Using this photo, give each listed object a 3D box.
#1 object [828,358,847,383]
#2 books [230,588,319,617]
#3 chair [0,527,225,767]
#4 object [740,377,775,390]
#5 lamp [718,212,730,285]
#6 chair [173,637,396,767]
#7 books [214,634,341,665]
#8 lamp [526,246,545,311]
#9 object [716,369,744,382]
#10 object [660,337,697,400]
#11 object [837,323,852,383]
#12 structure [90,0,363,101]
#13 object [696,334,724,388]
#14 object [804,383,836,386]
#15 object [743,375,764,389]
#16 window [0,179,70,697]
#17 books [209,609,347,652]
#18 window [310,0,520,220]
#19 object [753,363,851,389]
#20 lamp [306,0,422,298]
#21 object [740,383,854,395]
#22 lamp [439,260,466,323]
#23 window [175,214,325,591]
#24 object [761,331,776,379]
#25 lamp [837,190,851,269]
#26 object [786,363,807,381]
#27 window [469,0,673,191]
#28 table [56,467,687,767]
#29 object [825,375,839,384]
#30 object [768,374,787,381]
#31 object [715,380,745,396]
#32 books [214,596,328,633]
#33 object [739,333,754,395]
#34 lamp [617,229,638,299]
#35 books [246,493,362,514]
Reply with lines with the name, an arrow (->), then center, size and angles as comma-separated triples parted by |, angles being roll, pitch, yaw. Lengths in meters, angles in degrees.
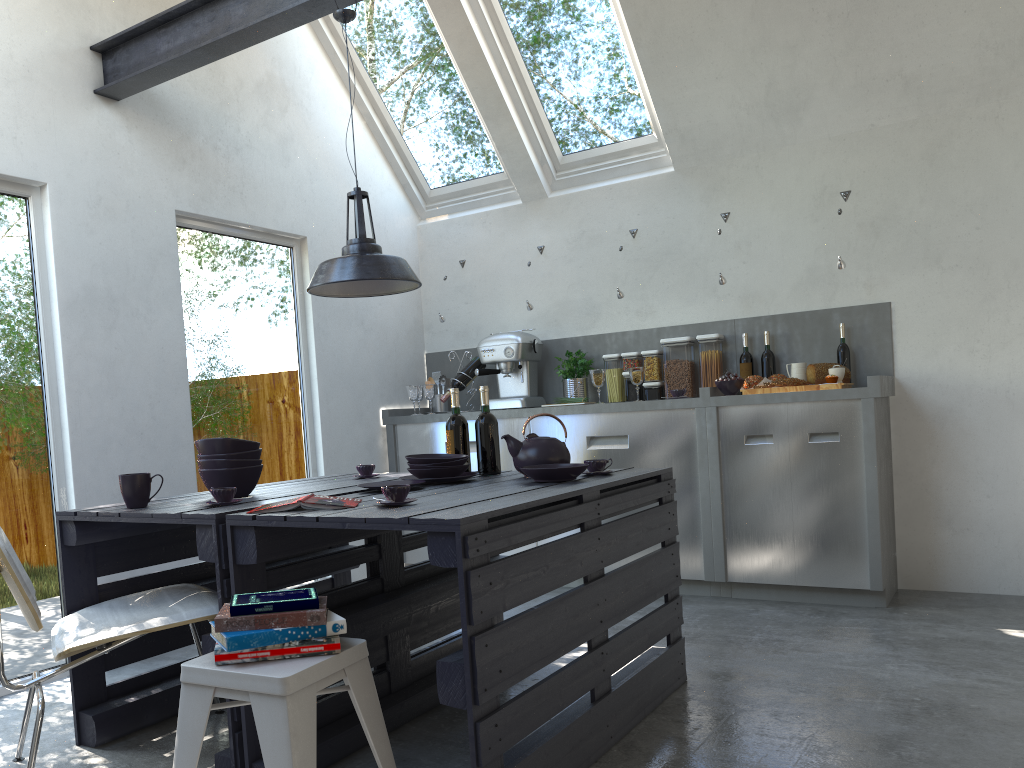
object -> 1.582, -0.062, 4.260 | 0.071, 0.121, 0.075 | -4, 1, -13
books -> -0.566, 0.519, 2.086 | 0.200, 0.025, 0.147 | -3, -2, -11
chair -> -1.228, 0.784, 2.725 | 0.734, 0.821, 0.730 | -4, 1, -28
object -> 1.303, -0.005, 4.526 | 0.189, 0.059, 0.208 | -2, -2, -38
lamp -> 1.154, -0.741, 4.745 | 0.061, 0.436, 0.324 | -2, 1, 19
chair -> -0.542, 0.886, 2.083 | 0.443, 0.505, 0.414 | -3, 1, 27
books -> -0.559, 0.615, 2.088 | 0.279, 0.035, 0.202 | -3, -2, -11
lamp -> 0.147, -0.660, 5.400 | 0.061, 0.436, 0.324 | -2, 1, 19
object -> 1.115, -0.028, 4.485 | 0.166, 0.095, 0.136 | -4, -1, 18
object -> 0.960, -0.084, 5.016 | 0.185, 0.355, 0.120 | -2, 2, 31
object -> 1.718, -0.141, 4.532 | 0.066, 0.345, 0.058 | -1, 3, 35
structure -> -1.590, -1.439, 3.823 | 2.674, 0.209, 0.128 | -5, 0, 33
object -> 1.121, -0.097, 4.914 | 0.135, 0.355, 0.120 | -2, 2, 31
object -> 1.492, 0.001, 4.219 | 0.019, 0.003, 0.205 | -2, -2, -36
object -> 1.261, -0.008, 4.541 | 0.115, 0.077, 0.122 | -3, -1, -15
window -> -2.229, 0.217, 3.442 | 0.063, 2.134, 0.927 | -2, 2, 30
books -> -0.561, 0.580, 2.087 | 0.271, 0.034, 0.207 | -2, -2, -27
window -> -0.613, -1.842, 5.313 | 0.881, 1.399, 1.398 | -2, 1, 31
object -> 1.440, -0.044, 4.381 | 0.459, 0.112, 0.125 | -4, 0, 5
lamp -> -0.583, -0.899, 3.221 | 0.457, 1.099, 0.405 | -2, 2, 32
object -> 1.427, 0.026, 4.381 | 0.498, 0.028, 0.290 | -5, -2, 32
lamp -> -0.396, -0.615, 5.748 | 0.063, 0.438, 0.313 | -2, 2, 30
window -> -1.438, 0.216, 4.808 | 0.063, 2.134, 0.927 | -2, 2, 30
object -> 1.390, -0.114, 4.745 | 0.076, 0.345, 0.067 | -1, 3, 35
lamp -> 1.665, -0.782, 4.409 | 0.063, 0.438, 0.313 | -2, 2, 30
object -> 1.465, -0.047, 4.473 | 0.084, 0.120, 0.086 | -4, 1, -37
window -> 0.259, -1.920, 4.737 | 0.881, 1.393, 1.392 | -2, 1, 31
table -> -0.437, 0.760, 3.082 | 1.697, 0.799, 1.418 | -4, -1, 32
object -> 1.544, -0.023, 4.221 | 0.061, 0.046, 0.057 | -3, 0, 16
object -> 1.380, -0.015, 4.539 | 0.115, 0.077, 0.122 | -3, -1, -15
object -> 1.118, 0.022, 4.487 | 0.144, 0.079, 0.149 | -3, -1, -11
books -> -0.569, 0.548, 2.088 | 0.252, 0.032, 0.176 | -3, -2, -6
object -> 1.290, -0.106, 4.810 | 0.076, 0.345, 0.069 | -2, 3, 25
lamp -> 0.657, -0.700, 5.063 | 0.063, 0.438, 0.313 | -2, 2, 30
books -> -0.596, 0.341, 2.535 | 0.306, 0.030, 0.222 | -3, -2, 0
